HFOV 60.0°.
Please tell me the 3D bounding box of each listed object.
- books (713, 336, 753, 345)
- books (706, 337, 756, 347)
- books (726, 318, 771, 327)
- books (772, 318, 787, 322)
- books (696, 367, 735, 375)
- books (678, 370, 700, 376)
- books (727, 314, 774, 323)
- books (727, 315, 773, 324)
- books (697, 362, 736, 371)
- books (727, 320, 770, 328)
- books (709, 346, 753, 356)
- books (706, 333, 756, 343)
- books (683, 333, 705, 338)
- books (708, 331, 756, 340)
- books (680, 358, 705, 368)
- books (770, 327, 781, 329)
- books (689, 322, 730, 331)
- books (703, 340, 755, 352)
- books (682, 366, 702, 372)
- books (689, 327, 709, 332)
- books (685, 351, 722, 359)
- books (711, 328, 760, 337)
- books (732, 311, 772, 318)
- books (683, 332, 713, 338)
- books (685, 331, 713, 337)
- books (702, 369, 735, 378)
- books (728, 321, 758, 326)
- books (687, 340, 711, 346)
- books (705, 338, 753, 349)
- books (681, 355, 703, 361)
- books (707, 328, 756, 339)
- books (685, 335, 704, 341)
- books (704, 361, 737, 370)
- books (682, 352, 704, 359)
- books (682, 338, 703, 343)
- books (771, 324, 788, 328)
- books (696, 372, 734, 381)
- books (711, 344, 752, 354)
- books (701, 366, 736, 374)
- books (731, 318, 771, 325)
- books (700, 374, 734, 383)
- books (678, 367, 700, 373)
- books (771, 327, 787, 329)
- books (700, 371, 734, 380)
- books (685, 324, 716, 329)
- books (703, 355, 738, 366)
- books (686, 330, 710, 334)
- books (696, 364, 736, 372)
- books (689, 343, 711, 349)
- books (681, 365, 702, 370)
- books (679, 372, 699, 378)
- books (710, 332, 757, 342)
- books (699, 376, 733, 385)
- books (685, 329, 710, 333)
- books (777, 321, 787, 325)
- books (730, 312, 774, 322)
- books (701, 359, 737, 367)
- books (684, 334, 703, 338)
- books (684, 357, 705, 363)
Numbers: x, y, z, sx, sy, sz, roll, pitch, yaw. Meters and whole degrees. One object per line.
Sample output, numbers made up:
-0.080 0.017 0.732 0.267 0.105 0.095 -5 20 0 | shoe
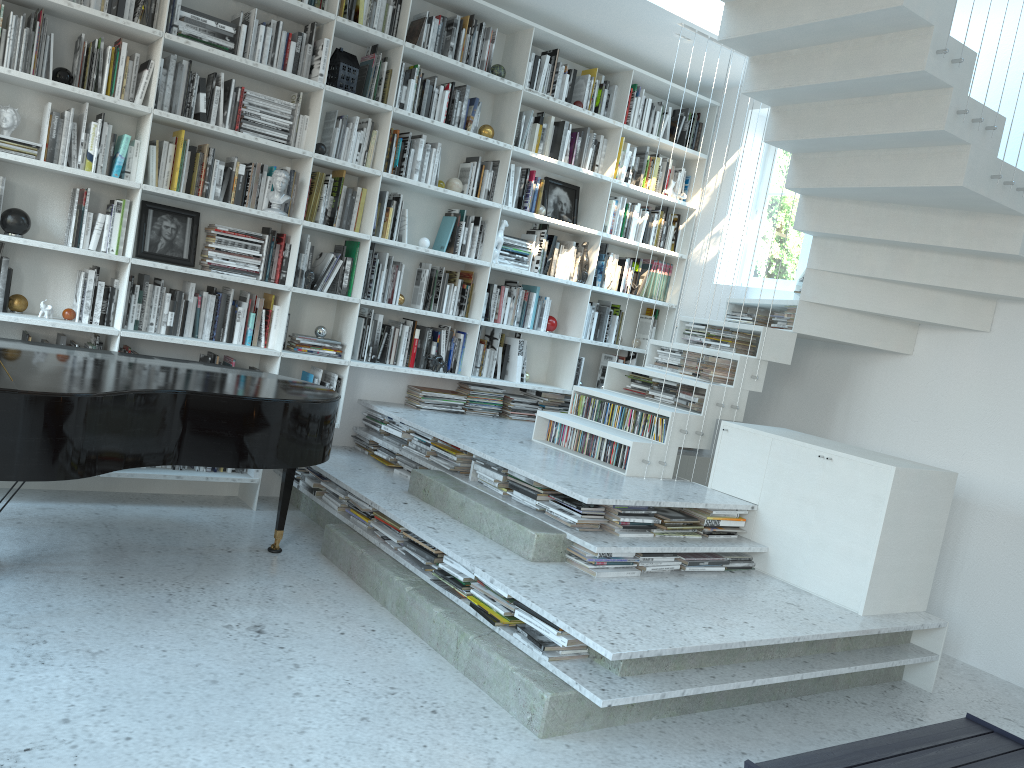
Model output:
1.319 -0.261 5.312 0.154 0.014 0.196 9 5 -23 | books
1.307 -0.251 5.308 0.187 0.009 0.260 9 5 -26 | books
1.553 -0.400 5.801 0.182 0.011 0.253 8 5 -29 | books
1.697 -0.368 5.323 0.170 0.010 0.233 9 5 -16 | books
1.202 -0.064 5.013 0.295 0.006 0.146 11 4 -1 | books
1.100 -0.058 5.291 0.184 0.016 0.128 8 5 -28 | books
1.555 -0.429 5.797 0.184 0.006 0.262 8 5 -30 | books
1.557 -0.420 5.799 0.169 0.010 0.282 9 5 -21 | books
1.206 -0.089 5.011 0.295 0.007 0.146 11 4 -1 | books
1.559 -0.391 5.805 0.173 0.006 0.265 8 5 -27 | books
1.316 -0.197 5.322 0.136 0.013 0.257 9 5 -24 | books
1.311 -0.273 5.306 0.177 0.007 0.254 8 5 -28 | books
1.225 -0.291 5.591 0.184 0.006 0.262 9 5 -21 | books
1.318 -0.291 5.306 0.174 0.009 0.239 8 5 -27 | books
1.132 -0.107 5.250 0.178 0.036 0.221 8 5 -31 | books
1.690 -0.312 5.329 0.179 0.013 0.257 10 4 -12 | books
1.243 -0.362 5.587 0.165 0.014 0.235 9 5 -19 | books
1.295 -0.228 5.307 0.182 0.013 0.287 9 5 -22 | books
1.112 -0.084 5.277 0.139 0.013 0.154 8 5 -34 | books
1.253 -0.329 5.595 0.136 0.017 0.297 9 5 -20 | books
1.134 -0.172 5.261 0.155 0.009 0.154 8 5 -36 | books
1.339 -0.308 5.313 0.134 0.007 0.297 8 5 -27 | books
1.576 -0.450 5.803 0.160 0.008 0.238 8 5 -27 | books
1.224 -0.297 5.590 0.170 0.006 0.268 9 5 -25 | books
1.226 -0.306 5.589 0.171 0.011 0.231 9 5 -25 | books
1.200 -0.054 5.014 0.214 0.015 0.138 10 4 -8 | books
1.560 -0.385 5.807 0.151 0.006 0.261 8 5 -31 | books
1.228 -0.249 5.599 0.149 0.014 0.228 9 5 -24 | books
1.297 -0.241 5.306 0.191 0.014 0.243 9 5 -23 | books
1.132 -0.144 5.258 0.218 0.012 0.155 9 5 -19 | books
1.312 -0.303 5.302 0.191 0.013 0.243 9 5 -25 | books
1.222 -0.275 5.593 0.166 0.018 0.264 9 5 -17 | books
1.208 -0.102 5.027 0.184 0.016 0.179 10 4 -7 | books
1.134 -0.159 5.258 0.166 0.017 0.190 8 5 -33 | books
1.219 -0.262 5.593 0.176 0.009 0.274 9 5 -23 | books
1.689 -0.334 5.326 0.175 0.017 0.265 10 4 -7 | books
1.195 -0.035 5.043 0.254 0.007 0.188 10 4 -8 | books
1.319 -0.210 5.321 0.130 0.014 0.249 9 5 -23 | books
1.203 -0.074 5.028 0.231 0.011 0.171 11 4 1 | books
1.575 -0.407 5.810 0.145 0.010 0.266 8 5 -27 | books
1.193 -0.024 5.033 0.215 0.013 0.189 10 4 -3 | books
1.117 -0.068 5.265 0.200 0.014 0.177 8 5 -31 | books
1.695 -0.321 5.329 0.160 0.007 0.292 10 4 -14 | books
1.197 -0.042 5.029 0.222 0.011 0.180 10 4 -4 | books
1.231 -0.349 5.584 0.190 0.015 0.230 9 5 -22 | books
1.213 -0.126 5.018 0.234 0.025 0.157 11 4 2 | books
1.231 -0.315 5.589 0.162 0.008 0.289 9 5 -17 | books
1.205 -0.082 5.012 0.295 0.007 0.146 10 4 -5 | books
1.233 -0.234 5.603 0.146 0.014 0.211 9 5 -21 | books
1.126 -0.088 5.255 0.188 0.005 0.181 8 5 -36 | books
1.100 -0.046 5.288 0.162 0.007 0.132 8 5 -27 | books
1.325 -0.280 5.312 0.144 0.011 0.256 8 5 -29 | books
1.191 -0.013 5.040 0.206 0.012 0.183 10 4 -8 | books
1.231 -0.321 5.589 0.168 0.005 0.291 9 5 -18 | books
1.714 -0.349 5.328 0.141 0.022 0.230 10 4 -13 | books
1.569 -0.439 5.802 0.150 0.017 0.288 9 5 -21 | books
1.210 -0.111 5.011 0.254 0.005 0.160 10 4 -3 | books
1.232 -0.285 5.595 0.152 0.005 0.292 9 5 -24 | books
1.120 -0.136 5.275 0.159 0.012 0.129 9 5 -21 | books
